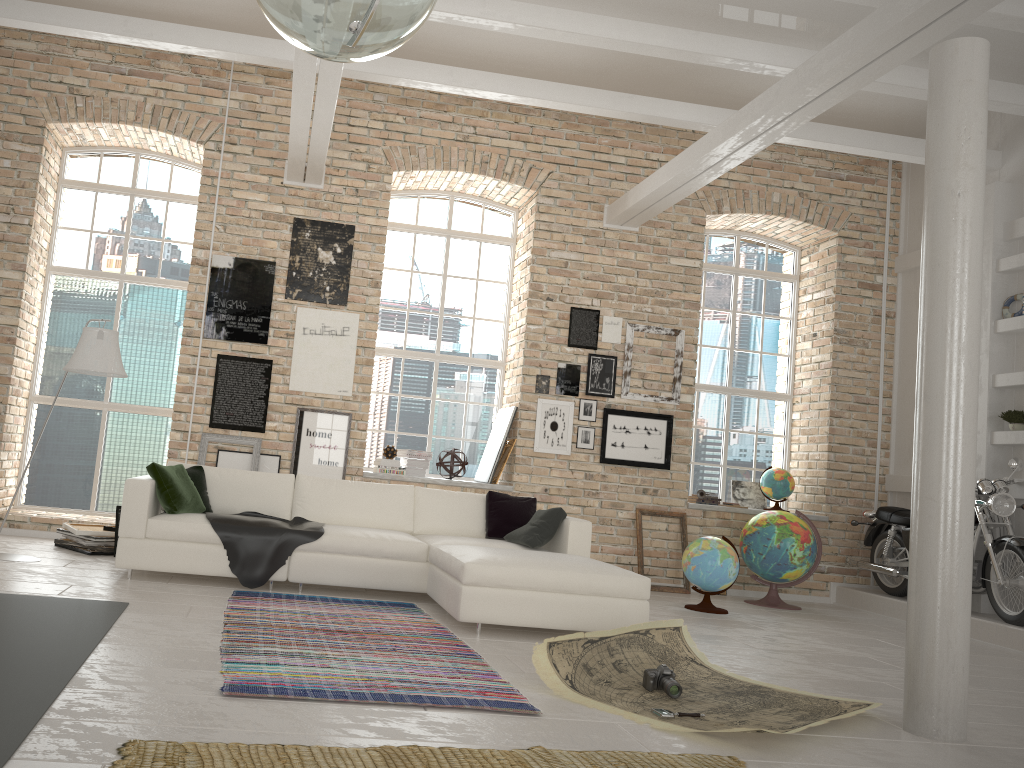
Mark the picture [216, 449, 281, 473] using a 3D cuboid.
[{"bbox_3d":[-2.405,0.901,8.062,0.565,0.568,0.150,6,-6,-8],"label":"picture"}]

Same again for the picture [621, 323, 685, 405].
[{"bbox_3d":[1.380,-0.195,8.728,0.593,0.748,0.026,6,-6,-7],"label":"picture"}]

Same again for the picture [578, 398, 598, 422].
[{"bbox_3d":[0.732,0.254,8.612,0.173,0.213,0.012,6,-6,-7],"label":"picture"}]

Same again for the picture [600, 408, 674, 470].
[{"bbox_3d":[1.208,0.534,8.645,0.701,0.535,0.032,6,-6,-7],"label":"picture"}]

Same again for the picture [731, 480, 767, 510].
[{"bbox_3d":[2.512,1.181,9.447,0.386,0.292,0.069,6,-6,-7],"label":"picture"}]

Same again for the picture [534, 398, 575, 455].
[{"bbox_3d":[0.405,0.411,8.549,0.360,0.513,0.013,6,-6,-7],"label":"picture"}]

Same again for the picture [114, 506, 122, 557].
[{"bbox_3d":[-3.045,1.202,7.206,0.311,0.404,0.204,9,-7,-32],"label":"picture"}]

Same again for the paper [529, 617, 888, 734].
[{"bbox_3d":[0.932,1.315,4.062,1.135,0.265,1.368,0,-8,43],"label":"paper"}]

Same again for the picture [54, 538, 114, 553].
[{"bbox_3d":[-3.333,1.340,7.493,0.620,0.048,0.741,3,-7,25],"label":"picture"}]

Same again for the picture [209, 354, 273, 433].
[{"bbox_3d":[-2.492,0.089,8.204,0.502,0.680,0.066,6,-6,-7],"label":"picture"}]

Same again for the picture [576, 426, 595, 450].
[{"bbox_3d":[0.710,0.520,8.586,0.173,0.213,0.012,6,-6,-7],"label":"picture"}]

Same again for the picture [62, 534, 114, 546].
[{"bbox_3d":[-3.290,1.305,7.483,0.732,0.048,0.628,11,-8,-41],"label":"picture"}]

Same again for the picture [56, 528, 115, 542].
[{"bbox_3d":[-3.314,1.263,7.487,0.627,0.048,0.732,1,-7,37],"label":"picture"}]

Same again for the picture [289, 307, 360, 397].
[{"bbox_3d":[-1.749,-0.300,8.317,0.579,0.784,0.037,6,-6,-7],"label":"picture"}]

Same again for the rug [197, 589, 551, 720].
[{"bbox_3d":[-0.873,1.344,4.711,1.372,0.008,2.753,7,-6,-14],"label":"rug"}]

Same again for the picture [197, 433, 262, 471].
[{"bbox_3d":[-2.546,0.749,7.987,0.534,0.582,0.289,6,-6,-9],"label":"picture"}]

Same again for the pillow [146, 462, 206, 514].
[{"bbox_3d":[-2.395,0.743,6.356,0.316,0.343,0.402,4,-6,13],"label":"pillow"}]

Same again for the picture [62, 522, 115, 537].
[{"bbox_3d":[-3.303,1.225,7.464,0.736,0.048,0.624,9,-7,-33],"label":"picture"}]

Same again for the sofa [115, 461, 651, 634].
[{"bbox_3d":[-1.028,1.097,6.134,3.219,0.841,2.216,7,-6,-10],"label":"sofa"}]

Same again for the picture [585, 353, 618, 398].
[{"bbox_3d":[0.869,-0.080,8.650,0.287,0.409,0.010,6,-6,-7],"label":"picture"}]

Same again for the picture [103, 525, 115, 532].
[{"bbox_3d":[-3.199,1.217,7.505,0.301,0.048,0.371,4,-6,16],"label":"picture"}]

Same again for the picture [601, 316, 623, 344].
[{"bbox_3d":[0.977,-0.529,8.711,0.191,0.258,0.012,6,-6,-7],"label":"picture"}]

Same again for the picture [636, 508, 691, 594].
[{"bbox_3d":[1.436,1.587,8.487,0.497,0.747,0.226,6,-6,-8],"label":"picture"}]

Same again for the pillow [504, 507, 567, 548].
[{"bbox_3d":[0.172,1.044,6.593,0.327,0.305,0.434,8,-6,-22],"label":"pillow"}]

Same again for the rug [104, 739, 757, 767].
[{"bbox_3d":[0.059,1.169,2.277,2.130,0.021,1.589,7,-6,-16],"label":"rug"}]

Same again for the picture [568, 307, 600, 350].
[{"bbox_3d":[0.700,-0.541,8.670,0.291,0.394,0.019,6,-6,-7],"label":"picture"}]

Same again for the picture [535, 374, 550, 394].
[{"bbox_3d":[0.295,0.003,8.572,0.133,0.178,0.008,5,-6,-2],"label":"picture"}]

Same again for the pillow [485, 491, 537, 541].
[{"bbox_3d":[-0.005,1.051,6.996,0.419,0.390,0.247,6,-6,-9],"label":"pillow"}]

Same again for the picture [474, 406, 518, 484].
[{"bbox_3d":[-0.159,0.603,8.775,0.239,0.763,0.602,6,-6,-14],"label":"picture"}]

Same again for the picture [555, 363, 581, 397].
[{"bbox_3d":[0.543,-0.042,8.609,0.226,0.306,0.015,6,-6,-7],"label":"picture"}]

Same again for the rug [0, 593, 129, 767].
[{"bbox_3d":[-2.478,1.071,3.650,1.402,0.041,2.788,7,-6,-14],"label":"rug"}]

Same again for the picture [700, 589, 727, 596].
[{"bbox_3d":[1.936,1.852,8.613,0.263,0.350,0.097,6,-6,-8],"label":"picture"}]

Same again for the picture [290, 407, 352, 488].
[{"bbox_3d":[-1.770,0.617,8.237,0.509,0.755,0.012,6,-6,-7],"label":"picture"}]

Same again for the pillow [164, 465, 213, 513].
[{"bbox_3d":[-2.442,0.783,6.635,0.334,0.365,0.385,1,-7,35],"label":"pillow"}]

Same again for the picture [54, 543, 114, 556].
[{"bbox_3d":[-3.319,1.375,7.458,0.628,0.048,0.733,1,-8,39],"label":"picture"}]

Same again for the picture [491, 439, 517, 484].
[{"bbox_3d":[-0.100,0.751,8.610,0.169,0.460,0.371,6,-6,-14],"label":"picture"}]
